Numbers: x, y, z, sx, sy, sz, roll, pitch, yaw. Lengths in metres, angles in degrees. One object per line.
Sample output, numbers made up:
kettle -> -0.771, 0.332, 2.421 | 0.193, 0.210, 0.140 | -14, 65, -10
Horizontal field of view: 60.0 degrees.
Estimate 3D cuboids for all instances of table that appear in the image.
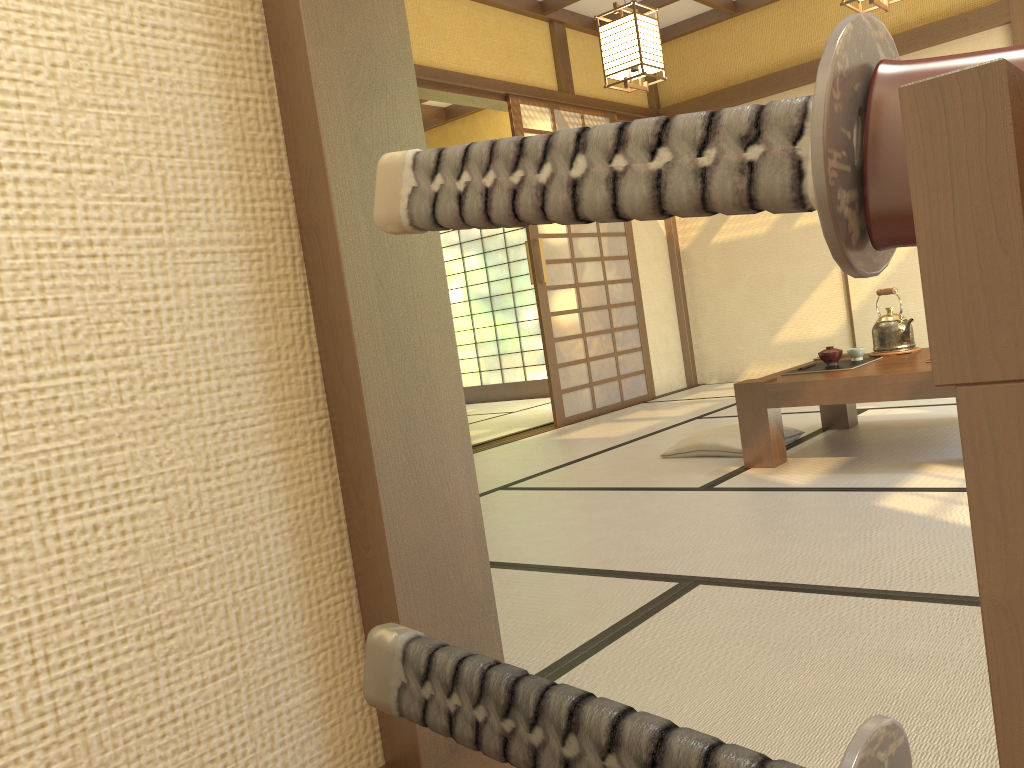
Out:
table -> 1.621, 0.065, 3.671 | 1.000, 0.350, 1.000 | -6, 4, 40

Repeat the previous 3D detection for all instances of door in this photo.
door -> -0.793, -0.871, 9.550 | 2.890, 2.230, 0.140 | -6, 4, 40
door -> 0.508, -0.903, 6.486 | 0.076, 2.265, 1.230 | -6, 4, 40

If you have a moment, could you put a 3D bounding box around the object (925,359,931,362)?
object -> 1.830, -0.125, 3.468 | 0.300, 0.007, 0.400 | -6, 4, 40

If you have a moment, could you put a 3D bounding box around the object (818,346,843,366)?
object -> 1.354, -0.119, 3.766 | 0.100, 0.080, 0.100 | -6, 4, 40

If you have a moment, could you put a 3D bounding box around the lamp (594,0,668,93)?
lamp -> 0.535, -2.010, 4.347 | 0.240, 1.129, 0.240 | -6, 4, 40

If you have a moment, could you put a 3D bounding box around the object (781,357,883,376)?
object -> 1.376, -0.078, 3.807 | 0.300, 0.007, 0.400 | -6, 4, 40

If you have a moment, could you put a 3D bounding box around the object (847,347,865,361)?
object -> 1.501, -0.129, 3.862 | 0.074, 0.052, 0.073 | -9, 3, -7

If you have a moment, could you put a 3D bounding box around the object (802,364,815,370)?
object -> 1.301, -0.078, 3.879 | 0.008, 0.008, 0.200 | -6, 4, 34

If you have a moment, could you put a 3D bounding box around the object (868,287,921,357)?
object -> 1.706, -0.284, 3.990 | 0.226, 0.296, 0.219 | -6, 4, 35

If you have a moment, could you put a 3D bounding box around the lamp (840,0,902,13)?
lamp -> 1.422, -2.097, 3.597 | 0.240, 1.129, 0.240 | -6, 4, 40

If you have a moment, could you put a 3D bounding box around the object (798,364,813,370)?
object -> 1.293, -0.078, 3.889 | 0.008, 0.008, 0.200 | -6, 4, 38

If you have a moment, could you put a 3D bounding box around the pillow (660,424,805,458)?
pillow -> 1.032, 0.263, 4.164 | 0.496, 0.107, 0.486 | -5, 5, 44

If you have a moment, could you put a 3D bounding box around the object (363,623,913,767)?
object -> 0.439, 0.148, 0.063 | 1.369, 0.144, 0.100 | -5, 5, 41

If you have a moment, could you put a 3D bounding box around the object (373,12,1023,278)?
object -> 0.385, -0.099, 0.065 | 1.186, 0.121, 0.086 | -5, 5, 41

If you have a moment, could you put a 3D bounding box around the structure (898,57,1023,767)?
structure -> 0.435, 0.201, 0.021 | 0.712, 0.604, 0.446 | -6, 4, 40
